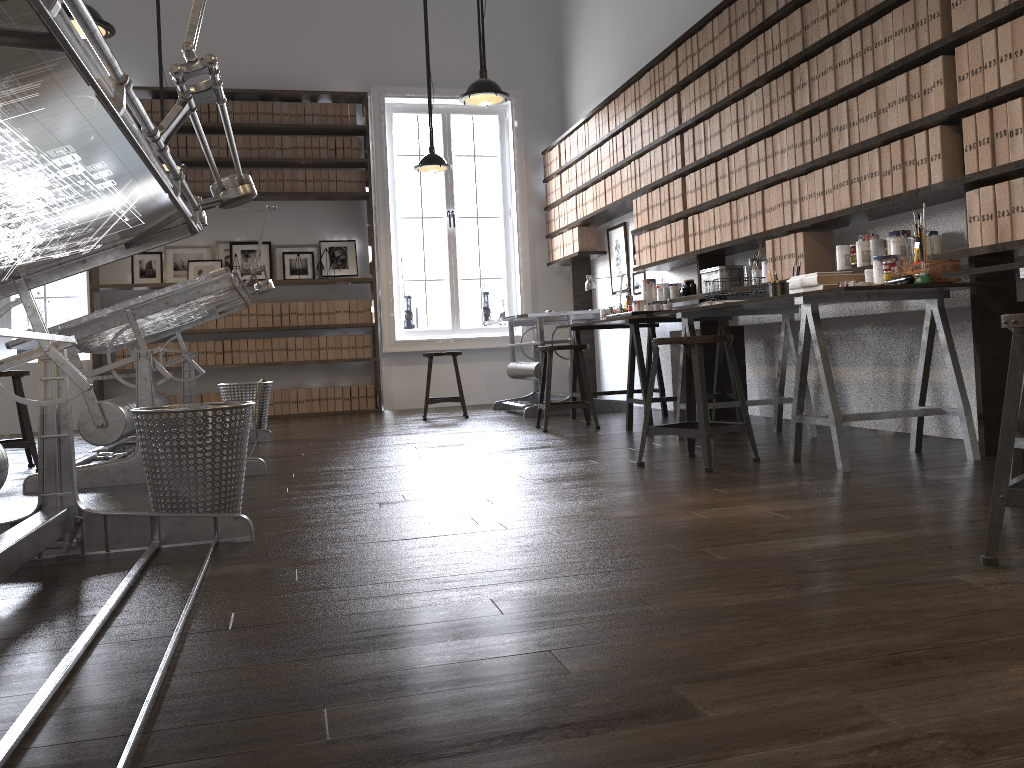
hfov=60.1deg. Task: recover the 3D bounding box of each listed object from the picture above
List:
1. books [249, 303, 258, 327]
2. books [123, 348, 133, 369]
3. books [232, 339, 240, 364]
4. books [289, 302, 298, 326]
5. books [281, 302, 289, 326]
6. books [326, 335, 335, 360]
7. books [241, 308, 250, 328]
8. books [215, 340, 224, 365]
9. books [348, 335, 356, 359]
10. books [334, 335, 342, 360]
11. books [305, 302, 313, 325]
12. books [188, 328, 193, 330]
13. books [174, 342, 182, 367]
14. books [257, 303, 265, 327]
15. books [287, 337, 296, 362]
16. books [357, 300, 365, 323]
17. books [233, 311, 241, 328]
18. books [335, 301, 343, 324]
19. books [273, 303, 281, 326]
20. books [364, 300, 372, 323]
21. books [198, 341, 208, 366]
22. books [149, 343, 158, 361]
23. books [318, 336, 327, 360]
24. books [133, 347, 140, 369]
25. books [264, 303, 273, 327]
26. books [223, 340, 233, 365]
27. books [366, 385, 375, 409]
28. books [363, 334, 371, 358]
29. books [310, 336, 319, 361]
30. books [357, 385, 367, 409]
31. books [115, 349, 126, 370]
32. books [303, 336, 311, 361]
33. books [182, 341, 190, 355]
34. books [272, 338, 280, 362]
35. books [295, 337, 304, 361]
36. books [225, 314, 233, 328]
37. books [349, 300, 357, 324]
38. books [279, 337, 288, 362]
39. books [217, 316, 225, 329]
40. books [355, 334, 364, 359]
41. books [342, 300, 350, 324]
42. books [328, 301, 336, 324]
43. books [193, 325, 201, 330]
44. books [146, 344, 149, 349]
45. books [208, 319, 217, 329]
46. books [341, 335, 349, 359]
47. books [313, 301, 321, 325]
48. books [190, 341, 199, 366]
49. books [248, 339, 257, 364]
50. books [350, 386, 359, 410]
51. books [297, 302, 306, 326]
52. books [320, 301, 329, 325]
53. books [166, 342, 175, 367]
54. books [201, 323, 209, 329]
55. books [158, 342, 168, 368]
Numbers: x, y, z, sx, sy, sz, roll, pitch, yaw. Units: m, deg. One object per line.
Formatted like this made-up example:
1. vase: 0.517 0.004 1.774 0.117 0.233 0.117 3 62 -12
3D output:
1. books: -2.385 -0.625 8.160 0.067 0.226 0.174 -3 0 -14
2. books: -3.408 -0.244 7.891 0.067 0.226 0.174 -3 0 -14
3. books: -2.525 -0.294 8.122 0.067 0.226 0.174 -3 0 -14
4. books: -2.037 -0.645 8.255 0.067 0.226 0.174 -3 0 -14
5. books: -2.108 -0.641 8.231 0.067 0.226 0.174 -3 0 -14
6. books: -1.708 -0.341 8.325 0.067 0.226 0.174 -3 0 -14
7. books: -2.456 -0.621 8.146 0.067 0.226 0.174 -3 0 -14
8. books: -2.669 -0.286 8.085 0.067 0.226 0.174 -3 0 -14
9. books: -1.518 -0.352 8.377 0.067 0.226 0.174 -3 0 -14
10. books: -1.647 -0.344 8.342 0.067 0.226 0.174 -3 0 -14
11. books: -1.899 -0.653 8.289 0.067 0.226 0.174 -3 0 -14
12. books: -2.920 -0.595 8.031 0.067 0.226 0.174 -3 0 -14
13. books: -3.005 -0.267 7.999 0.067 0.226 0.174 -3 0 -14
14. books: -2.314 -0.629 8.178 0.067 0.226 0.174 -3 0 -14
15. books: -2.051 -0.321 8.235 0.067 0.226 0.174 -3 0 -14
16. books: -1.440 -0.679 8.407 0.067 0.226 0.174 -3 0 -14
17. books: -2.524 -0.617 8.132 0.067 0.226 0.174 -3 0 -14
18. books: -1.639 -0.668 8.352 0.067 0.226 0.174 -3 0 -14
19. books: -2.181 -0.637 8.218 0.067 0.226 0.174 -3 0 -14
20. books: -1.375 -0.683 8.416 0.067 0.226 0.174 -3 0 -14
21. books: -2.807 -0.278 8.050 0.067 0.226 0.174 -3 0 -14
22. books: -3.204 -0.255 7.949 0.067 0.226 0.174 -3 0 -14
23. books: -1.778 -0.337 8.306 0.067 0.226 0.174 -3 0 -14
24. books: -3.339 -0.248 7.912 0.067 0.226 0.174 -3 0 -14
25. books: -2.254 -0.633 8.197 0.067 0.226 0.174 -3 0 -14
26. books: -2.595 -0.290 8.098 0.067 0.226 0.174 -3 0 -14
27. books: -1.346 0.122 8.404 0.067 0.226 0.174 -3 0 -14
28. books: -1.379 -0.360 8.407 0.067 0.226 0.174 -3 0 -14
29. books: -1.847 -0.333 8.292 0.067 0.226 0.174 -3 0 -14
30. books: -1.420 0.126 8.388 0.067 0.226 0.174 -3 0 -14
31. books: -3.478 -0.239 7.873 0.067 0.226 0.174 -3 0 -14
32. books: -1.915 -0.329 8.277 0.067 0.226 0.174 -3 0 -14
33. books: -2.939 -0.270 8.010 0.067 0.226 0.174 -3 0 -14
34. books: -2.183 -0.314 8.206 0.067 0.226 0.174 -3 0 -14
35. books: -1.981 -0.325 8.256 0.067 0.226 0.174 -3 0 -14
36. books: -2.591 -0.613 8.113 0.067 0.226 0.174 -3 0 -14
37. books: -1.507 -0.675 8.388 0.067 0.226 0.174 -3 0 -14
38. books: -2.121 -0.317 8.217 0.067 0.226 0.174 -3 0 -14
39. books: -2.658 -0.609 8.092 0.067 0.226 0.174 -3 0 -14
40. books: -1.449 -0.356 8.394 0.067 0.226 0.174 -3 0 -14
41. books: -1.574 -0.671 8.367 0.067 0.226 0.174 -3 0 -14
42. books: -1.700 -0.664 8.338 0.067 0.226 0.174 -3 0 -14
43. books: -2.854 -0.598 8.041 0.067 0.226 0.174 -3 0 -14
44. books: -3.272 -0.252 7.933 0.067 0.226 0.174 -3 0 -14
45. books: -2.729 -0.605 8.076 0.067 0.226 0.174 -3 0 -14
46. books: -1.582 -0.348 8.354 0.067 0.226 0.174 -3 0 -14
47. books: -1.831 -0.657 8.307 0.067 0.226 0.174 -3 0 -14
48. books: -2.875 -0.274 8.033 0.067 0.226 0.174 -3 0 -14
49. books: -2.390 -0.302 8.153 0.067 0.226 0.174 -3 0 -14
50. books: -1.491 0.130 8.364 0.067 0.226 0.174 -3 0 -14
51. books: -1.967 -0.649 8.268 0.067 0.226 0.174 -3 0 -14
52. books: -1.764 -0.660 8.318 0.067 0.226 0.174 -3 0 -14
53. books: -3.066 -0.263 7.982 0.067 0.226 0.174 -3 0 -14
54. books: -2.790 -0.602 8.062 0.067 0.226 0.174 -3 0 -14
55. books: -3.135 -0.259 7.962 0.067 0.226 0.174 -3 0 -14
